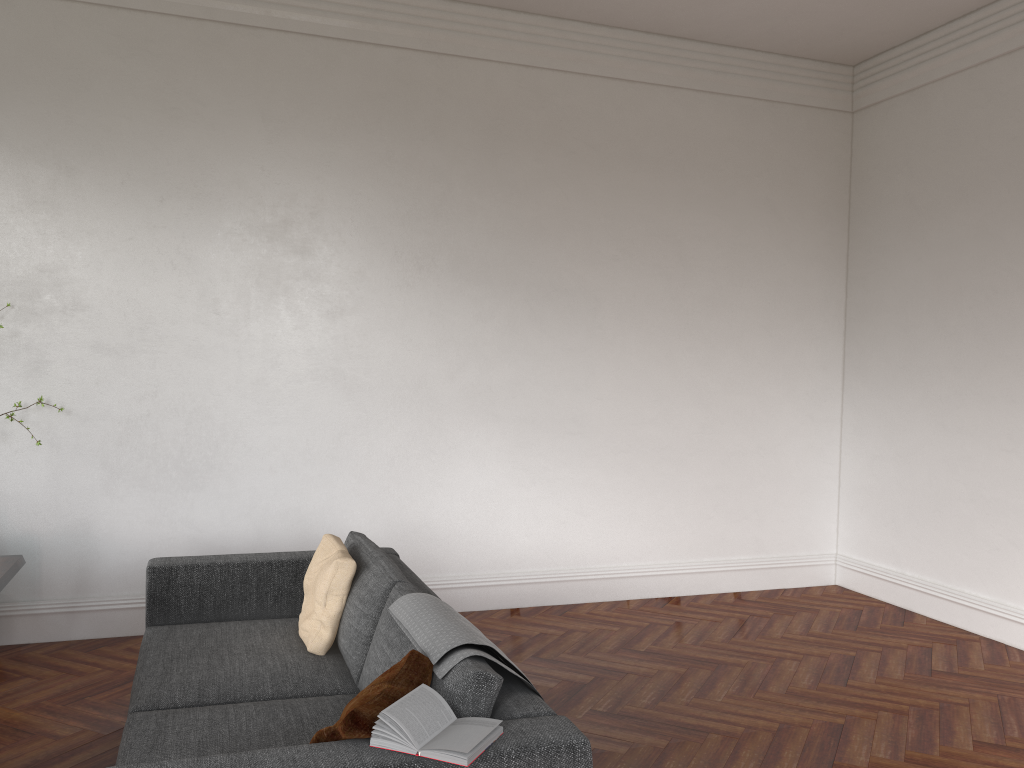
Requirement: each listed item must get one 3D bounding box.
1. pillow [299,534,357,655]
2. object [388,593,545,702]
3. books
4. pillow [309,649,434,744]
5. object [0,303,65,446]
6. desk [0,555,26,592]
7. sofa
[{"bbox_3d":[-0.856,0.947,4.038,0.225,0.461,0.486,1,2,-20],"label":"pillow"},{"bbox_3d":[-0.150,0.966,3.002,0.400,0.388,0.751,1,1,-19],"label":"object"},{"bbox_3d":[-0.193,0.884,2.323,0.278,0.096,0.224,2,1,23],"label":"books"},{"bbox_3d":[-0.434,1.010,2.546,0.330,0.397,0.469,2,2,18],"label":"pillow"},{"bbox_3d":[-2.866,0.160,4.781,0.807,2.060,0.353,0,3,-38],"label":"object"},{"bbox_3d":[-2.294,1.154,2.753,1.030,0.752,2.224,1,1,-19],"label":"desk"},{"bbox_3d":[-0.812,1.183,3.415,1.262,0.829,2.643,1,1,-19],"label":"sofa"}]
